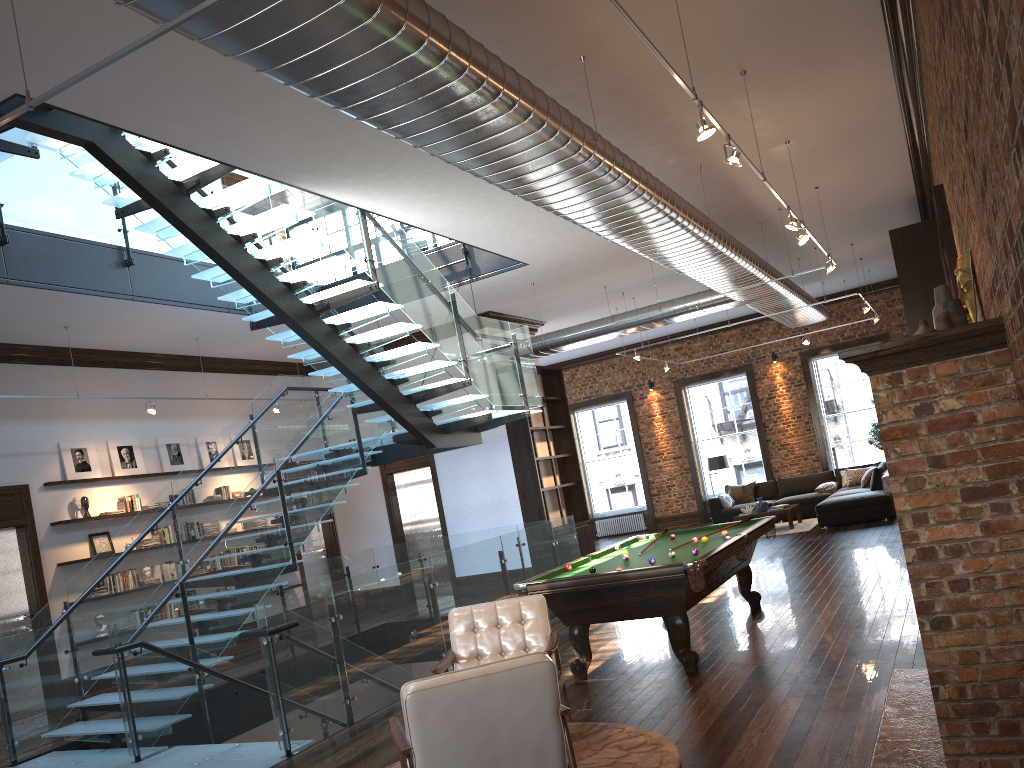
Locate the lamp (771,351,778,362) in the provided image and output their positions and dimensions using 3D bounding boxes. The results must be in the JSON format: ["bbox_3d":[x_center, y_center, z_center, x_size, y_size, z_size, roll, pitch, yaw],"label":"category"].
[{"bbox_3d":[5.756,-0.595,19.468,0.127,0.236,0.154,-12,-4,26],"label":"lamp"}]

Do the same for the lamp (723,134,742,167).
[{"bbox_3d":[1.408,-1.493,5.708,0.114,0.229,0.114,-11,-3,0],"label":"lamp"}]

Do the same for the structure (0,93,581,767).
[{"bbox_3d":[-2.304,1.302,9.021,3.601,14.440,7.024,-12,-3,26],"label":"structure"}]

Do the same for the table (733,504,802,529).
[{"bbox_3d":[4.650,2.466,16.087,1.007,0.344,0.999,-14,-7,26],"label":"table"}]

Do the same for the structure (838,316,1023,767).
[{"bbox_3d":[2.225,0.776,4.650,0.893,1.899,1.995,-12,-5,26],"label":"structure"}]

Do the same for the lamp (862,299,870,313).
[{"bbox_3d":[5.734,-1.269,14.369,0.113,0.229,0.114,-11,-3,2],"label":"lamp"}]

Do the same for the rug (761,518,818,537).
[{"bbox_3d":[4.496,2.665,16.034,2.036,0.003,2.111,-14,-7,26],"label":"rug"}]

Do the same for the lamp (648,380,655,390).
[{"bbox_3d":[3.247,0.022,20.755,0.127,0.236,0.154,-12,-4,26],"label":"lamp"}]

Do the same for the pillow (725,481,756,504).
[{"bbox_3d":[4.644,2.244,18.109,0.706,0.438,0.304,-13,-4,27],"label":"pillow"}]

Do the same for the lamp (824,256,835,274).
[{"bbox_3d":[3.646,-1.379,10.179,0.114,0.229,0.113,-13,-4,40],"label":"lamp"}]

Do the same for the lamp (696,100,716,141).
[{"bbox_3d":[1.098,-1.518,5.093,0.116,0.212,0.118,-9,-3,-22],"label":"lamp"}]

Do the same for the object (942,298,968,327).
[{"bbox_3d":[2.365,-0.332,4.730,0.120,0.241,0.121,-8,-4,-44],"label":"object"}]

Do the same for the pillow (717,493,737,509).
[{"bbox_3d":[4.333,2.346,17.839,0.245,0.304,0.572,-12,-6,27],"label":"pillow"}]

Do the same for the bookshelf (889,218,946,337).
[{"bbox_3d":[7.203,-0.025,14.702,0.604,3.982,7.395,-11,-5,26],"label":"bookshelf"}]

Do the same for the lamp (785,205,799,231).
[{"bbox_3d":[2.428,-1.442,7.739,0.113,0.229,0.114,-9,-3,-34],"label":"lamp"}]

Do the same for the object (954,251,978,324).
[{"bbox_3d":[2.677,-0.481,5.211,0.125,0.534,0.408,-12,-4,26],"label":"object"}]

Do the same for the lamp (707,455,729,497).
[{"bbox_3d":[4.237,2.228,18.202,0.417,1.461,0.694,-9,-3,-34],"label":"lamp"}]

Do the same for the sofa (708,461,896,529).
[{"bbox_3d":[5.224,2.163,16.378,3.526,0.801,3.444,-14,-7,26],"label":"sofa"}]

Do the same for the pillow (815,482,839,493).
[{"bbox_3d":[6.079,2.004,17.105,0.412,0.203,0.610,-13,-7,24],"label":"pillow"}]

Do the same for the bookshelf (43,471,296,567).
[{"bbox_3d":[-4.609,2.259,12.706,0.202,2.046,4.068,-11,-6,26],"label":"bookshelf"}]

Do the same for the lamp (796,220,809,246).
[{"bbox_3d":[2.724,-1.426,8.334,0.114,0.229,0.114,-11,-3,5],"label":"lamp"}]

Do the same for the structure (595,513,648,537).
[{"bbox_3d":[2.625,3.406,21.399,1.311,0.394,0.215,-14,-4,26],"label":"structure"}]

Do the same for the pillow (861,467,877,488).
[{"bbox_3d":[6.585,1.731,16.349,0.316,0.354,0.628,-12,-6,25],"label":"pillow"}]

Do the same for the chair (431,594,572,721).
[{"bbox_3d":[-0.064,1.841,5.608,0.769,0.862,0.744,-11,-4,6],"label":"chair"}]

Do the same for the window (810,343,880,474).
[{"bbox_3d":[7.468,0.616,19.131,1.531,2.742,0.154,-12,-2,27],"label":"window"}]

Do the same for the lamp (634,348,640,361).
[{"bbox_3d":[2.123,-0.505,15.176,0.113,0.229,0.115,-8,-4,-43],"label":"lamp"}]

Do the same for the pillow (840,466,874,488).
[{"bbox_3d":[6.660,1.790,17.036,0.708,0.337,0.269,-13,-5,27],"label":"pillow"}]

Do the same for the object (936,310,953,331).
[{"bbox_3d":[2.268,-0.290,4.648,0.081,0.178,0.082,-9,-3,-22],"label":"object"}]

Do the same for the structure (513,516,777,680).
[{"bbox_3d":[1.390,1.845,7.861,1.564,0.848,2.951,-13,-7,26],"label":"structure"}]

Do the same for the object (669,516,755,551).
[{"bbox_3d":[1.900,1.393,8.328,0.029,0.072,1.598,-13,-6,42],"label":"object"}]

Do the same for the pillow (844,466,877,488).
[{"bbox_3d":[6.639,1.745,16.843,0.616,0.360,0.287,-14,-5,30],"label":"pillow"}]

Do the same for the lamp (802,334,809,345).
[{"bbox_3d":[5.873,-0.896,17.742,0.113,0.229,0.114,-10,-3,-5],"label":"lamp"}]

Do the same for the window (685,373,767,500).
[{"bbox_3d":[4.963,1.232,20.417,1.531,2.742,0.154,-12,-2,27],"label":"window"}]

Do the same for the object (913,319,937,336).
[{"bbox_3d":[2.229,-0.264,4.778,0.135,0.168,0.137,-9,-4,-22],"label":"object"}]

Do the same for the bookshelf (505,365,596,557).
[{"bbox_3d":[0.621,1.459,14.858,0.403,3.503,1.777,-11,-3,26],"label":"bookshelf"}]

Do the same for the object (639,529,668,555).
[{"bbox_3d":[1.378,1.521,8.595,0.028,0.072,1.606,-11,-7,18],"label":"object"}]

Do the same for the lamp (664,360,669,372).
[{"bbox_3d":[3.129,-0.362,17.957,0.113,0.229,0.115,-9,-3,-23],"label":"lamp"}]

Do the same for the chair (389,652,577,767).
[{"bbox_3d":[-0.141,1.671,4.047,0.766,0.862,0.747,-10,-4,-14],"label":"chair"}]

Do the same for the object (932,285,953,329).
[{"bbox_3d":[2.409,-0.373,4.907,0.144,0.348,0.146,-9,-3,-27],"label":"object"}]

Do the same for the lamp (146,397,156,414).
[{"bbox_3d":[-4.603,0.280,11.288,0.113,0.229,0.114,-10,-3,-19],"label":"lamp"}]

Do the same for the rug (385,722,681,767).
[{"bbox_3d":[-0.059,2.181,4.875,1.985,0.015,1.966,-14,-8,28],"label":"rug"}]

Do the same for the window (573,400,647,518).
[{"bbox_3d":[2.459,1.847,21.701,1.531,2.742,0.154,-12,-2,27],"label":"window"}]

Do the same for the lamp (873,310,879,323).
[{"bbox_3d":[6.632,-1.223,16.160,0.113,0.229,0.114,-9,-3,-24],"label":"lamp"}]
